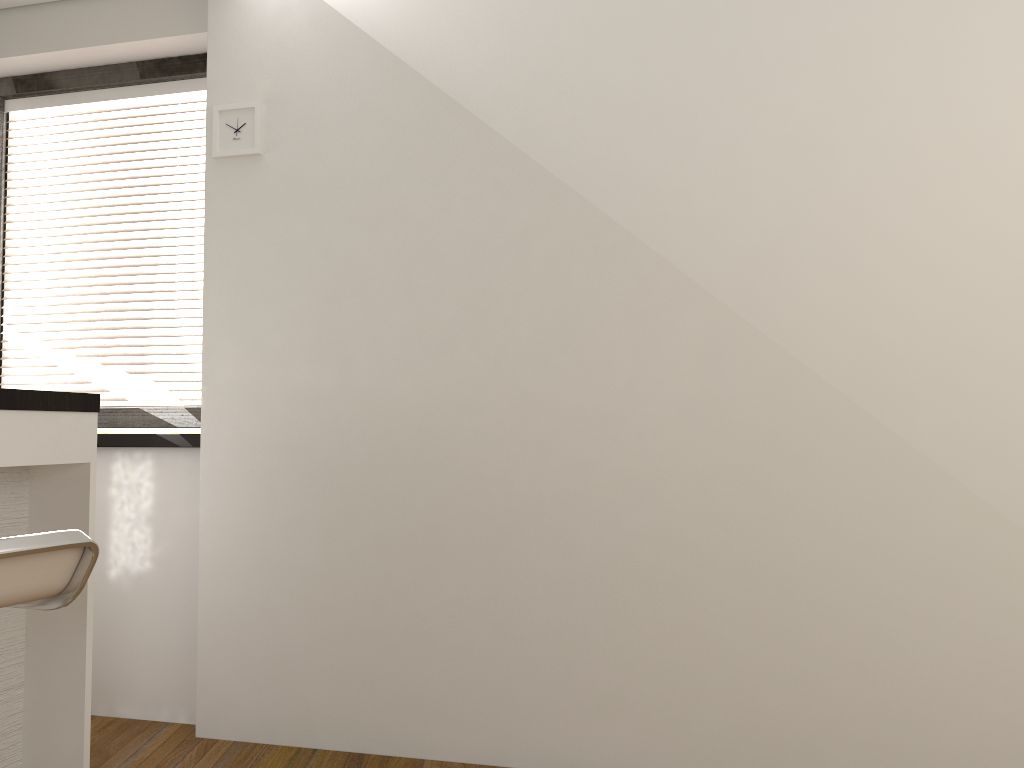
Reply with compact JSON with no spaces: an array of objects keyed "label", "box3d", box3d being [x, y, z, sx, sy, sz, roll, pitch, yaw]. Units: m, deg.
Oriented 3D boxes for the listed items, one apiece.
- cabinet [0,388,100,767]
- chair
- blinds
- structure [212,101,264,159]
[{"label":"cabinet","box3d":[-1.864,0.525,1.164,0.663,1.134,2.947,-1,-3,14]},{"label":"chair","box3d":[-1.006,0.678,1.458,0.460,0.857,0.418,-1,-3,20]},{"label":"blinds","box3d":[-3.657,-2.869,7.226,16.000,12.704,9.030,2,-4,-36]},{"label":"structure","box3d":[-0.939,-0.868,3.038,0.180,0.180,0.026,-1,-3,14]}]
